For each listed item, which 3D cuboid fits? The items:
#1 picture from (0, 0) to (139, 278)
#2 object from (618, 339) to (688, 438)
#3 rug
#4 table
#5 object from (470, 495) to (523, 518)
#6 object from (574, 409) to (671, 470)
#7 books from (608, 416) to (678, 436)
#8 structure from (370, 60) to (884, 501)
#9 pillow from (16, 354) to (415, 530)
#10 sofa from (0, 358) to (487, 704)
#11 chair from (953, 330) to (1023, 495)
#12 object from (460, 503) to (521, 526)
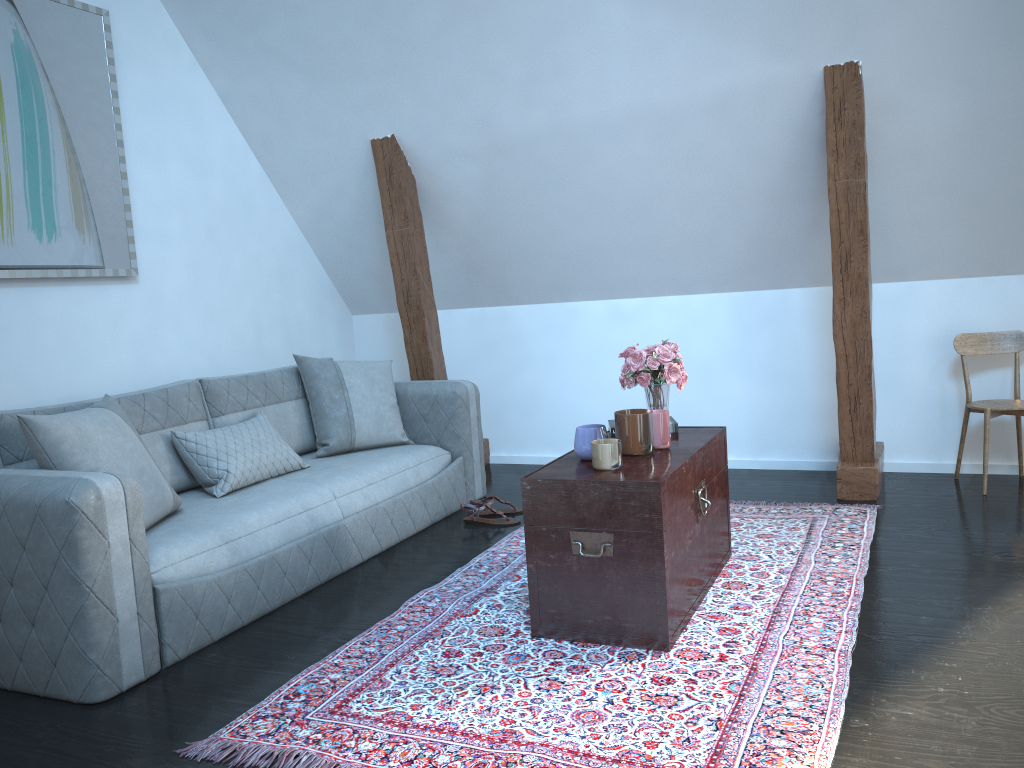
[{"bbox_3d":[-1.981,-1.030,3.615,0.025,1.185,0.965,-1,7,25],"label":"picture"},{"bbox_3d":[0.499,0.015,3.140,0.235,0.351,0.234,-6,6,-15],"label":"object"},{"bbox_3d":[0.417,0.700,2.973,1.512,0.029,2.647,-1,7,25],"label":"rug"},{"bbox_3d":[0.432,0.458,2.965,0.471,0.492,0.962,-1,7,25],"label":"table"},{"bbox_3d":[-0.066,0.567,4.170,0.277,0.090,0.101,-6,6,-18],"label":"object"},{"bbox_3d":[0.330,0.166,2.845,0.215,0.138,0.413,0,7,36],"label":"object"},{"bbox_3d":[0.485,0.157,3.308,0.243,0.034,0.179,-4,6,3],"label":"books"},{"bbox_3d":[5.118,-0.549,2.551,12.350,1.963,1.023,-1,7,25],"label":"structure"},{"bbox_3d":[-1.052,0.176,3.628,0.444,0.515,2.075,-1,7,25],"label":"pillow"},{"bbox_3d":[-1.136,0.356,3.669,1.107,0.770,2.458,-1,7,25],"label":"sofa"},{"bbox_3d":[2.225,0.118,4.027,0.329,0.696,0.342,-3,6,8],"label":"chair"},{"bbox_3d":[-0.101,0.586,4.015,0.277,0.090,0.101,-3,6,13],"label":"object"}]
